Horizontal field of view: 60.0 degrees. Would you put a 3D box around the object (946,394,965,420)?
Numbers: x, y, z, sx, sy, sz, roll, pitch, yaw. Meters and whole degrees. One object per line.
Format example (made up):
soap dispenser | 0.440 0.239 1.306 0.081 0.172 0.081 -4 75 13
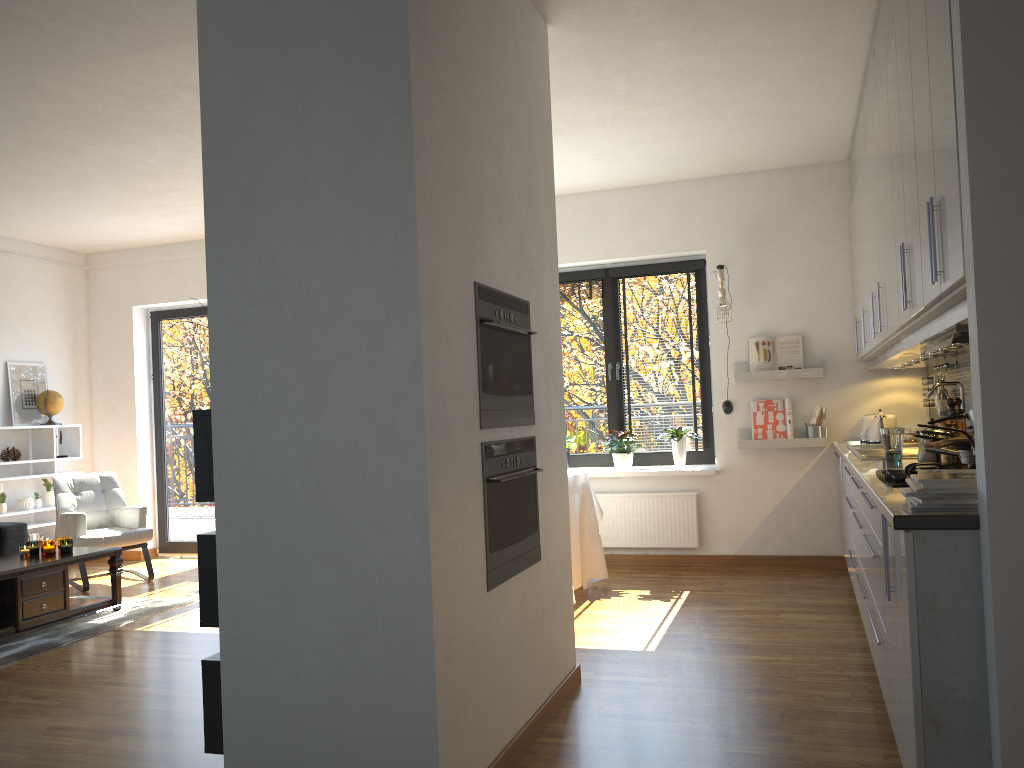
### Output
object | 1.850 0.183 3.688 0.061 0.282 0.123 -3 -1 18

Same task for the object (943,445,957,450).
object | 1.769 0.266 3.554 0.099 0.051 0.099 -3 -2 4

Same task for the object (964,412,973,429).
object | 1.686 0.130 3.050 0.197 0.159 0.190 -2 -2 -26

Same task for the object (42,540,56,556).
object | -2.804 0.993 5.372 0.079 0.081 0.079 -3 -2 13

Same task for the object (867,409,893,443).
object | 2.367 0.279 5.705 0.204 0.236 0.178 -1 -2 -35

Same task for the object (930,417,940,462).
object | 1.777 0.233 3.724 0.058 0.192 0.080 -3 -1 2

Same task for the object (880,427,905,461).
object | 1.711 0.270 3.981 0.102 0.146 0.102 -3 -2 18

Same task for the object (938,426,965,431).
object | 1.765 0.189 3.561 0.100 0.036 0.100 -1 -3 -43

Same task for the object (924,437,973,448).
object | 1.587 0.197 3.156 0.335 0.044 0.064 -2 -2 -20

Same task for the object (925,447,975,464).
object | 1.680 0.247 3.162 0.232 0.061 0.351 -2 -2 -8

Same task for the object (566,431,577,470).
object | 0.363 0.478 6.727 0.333 0.384 0.299 -4 -2 33

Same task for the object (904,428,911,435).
object | 2.469 0.318 5.566 0.071 0.076 0.071 -3 -2 10

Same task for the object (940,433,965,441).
object | 1.770 0.224 3.558 0.101 0.057 0.099 -4 -2 30

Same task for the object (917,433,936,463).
object | 1.722 0.263 3.689 0.069 0.135 0.069 -2 -1 -7

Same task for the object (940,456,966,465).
object | 1.770 0.305 3.549 0.100 0.036 0.100 -1 -3 -39

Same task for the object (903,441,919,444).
object | 2.499 0.357 5.470 0.213 0.012 0.335 -3 -2 20

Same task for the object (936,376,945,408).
object | 2.415 0.055 4.938 0.072 0.203 0.188 -3 -2 5

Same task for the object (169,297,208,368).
object | -0.954 -0.174 3.013 0.426 0.521 0.298 -3 -2 15

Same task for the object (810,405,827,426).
object | 2.085 0.274 6.042 0.119 0.267 0.060 -3 -1 9

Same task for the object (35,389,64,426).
object | -3.895 0.198 7.477 0.216 0.305 0.217 -4 -2 35

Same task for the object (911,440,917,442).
object | 2.522 0.341 5.406 0.248 0.015 0.024 -1 -2 -27

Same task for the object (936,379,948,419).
object | 2.458 0.084 5.061 0.060 0.256 0.060 -4 -2 40

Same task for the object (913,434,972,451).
object | 1.652 0.213 3.148 0.243 0.082 0.347 -1 -3 -35

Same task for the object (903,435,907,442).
object | 2.414 0.334 5.449 0.046 0.045 0.045 -3 -2 21

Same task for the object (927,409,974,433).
object | 1.557 0.119 2.892 0.203 0.169 0.371 -2 -2 -10

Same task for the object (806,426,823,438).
object | 2.073 0.350 6.079 0.103 0.124 0.103 -3 -2 16

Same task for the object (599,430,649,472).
object | 0.815 0.489 6.550 0.380 0.308 0.371 -2 -2 -7

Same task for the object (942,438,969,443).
object | 1.625 0.198 3.120 0.336 0.021 0.065 -2 -2 -23

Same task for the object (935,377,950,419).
object | 2.396 0.075 4.922 0.074 0.242 0.093 -2 -1 -9

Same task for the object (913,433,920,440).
object | 2.469 0.327 5.427 0.043 0.050 0.044 -2 -2 -29

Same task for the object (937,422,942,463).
object | 1.778 0.234 3.641 0.058 0.184 0.058 -1 -2 -39

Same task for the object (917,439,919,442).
object | 2.527 0.338 5.382 0.248 0.017 0.024 -1 -2 -37

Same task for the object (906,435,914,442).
object | 2.423 0.331 5.399 0.044 0.043 0.043 -3 -2 15

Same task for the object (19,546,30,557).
object | -2.930 1.007 5.335 0.060 0.061 0.060 -3 -2 23

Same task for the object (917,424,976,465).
object | 1.502 0.197 2.808 0.348 0.154 0.200 -2 -2 -2

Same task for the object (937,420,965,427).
object | 1.763 0.168 3.560 0.099 0.047 0.100 -3 -2 14

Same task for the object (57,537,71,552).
object | -2.787 0.998 5.519 0.079 0.081 0.079 -3 -2 13

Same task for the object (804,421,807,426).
object | 2.046 0.326 6.097 0.089 0.159 0.007 -2 -1 -22

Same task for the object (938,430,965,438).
object | 1.766 0.206 3.560 0.100 0.036 0.100 -3 -2 12

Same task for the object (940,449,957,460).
object | 1.769 0.283 3.551 0.099 0.048 0.100 -4 -2 36

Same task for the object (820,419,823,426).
object | 2.109 0.303 6.089 0.098 0.193 0.008 -4 -2 40

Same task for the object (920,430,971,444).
object | 1.648 0.199 3.135 0.356 0.080 0.246 -3 -2 21

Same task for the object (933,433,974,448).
object | 1.593 0.189 3.142 0.334 0.061 0.059 -1 -2 -29

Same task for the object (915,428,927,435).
object | 2.541 0.313 5.503 0.071 0.076 0.071 -3 -2 18

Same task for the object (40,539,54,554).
object | -2.853 0.998 5.445 0.079 0.081 0.079 -3 -2 13

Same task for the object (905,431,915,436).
object | 2.467 0.321 5.494 0.065 0.064 0.065 -3 -2 18

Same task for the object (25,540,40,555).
object | -2.924 1.000 5.411 0.079 0.081 0.079 -3 -2 13

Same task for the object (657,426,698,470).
object | 1.209 0.466 6.478 0.292 0.315 0.354 -3 -2 9

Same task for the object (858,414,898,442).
object | 2.438 0.298 5.897 0.253 0.192 0.175 -3 -2 18

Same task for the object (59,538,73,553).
object | -2.729 0.992 5.432 0.079 0.081 0.079 -3 -2 13
